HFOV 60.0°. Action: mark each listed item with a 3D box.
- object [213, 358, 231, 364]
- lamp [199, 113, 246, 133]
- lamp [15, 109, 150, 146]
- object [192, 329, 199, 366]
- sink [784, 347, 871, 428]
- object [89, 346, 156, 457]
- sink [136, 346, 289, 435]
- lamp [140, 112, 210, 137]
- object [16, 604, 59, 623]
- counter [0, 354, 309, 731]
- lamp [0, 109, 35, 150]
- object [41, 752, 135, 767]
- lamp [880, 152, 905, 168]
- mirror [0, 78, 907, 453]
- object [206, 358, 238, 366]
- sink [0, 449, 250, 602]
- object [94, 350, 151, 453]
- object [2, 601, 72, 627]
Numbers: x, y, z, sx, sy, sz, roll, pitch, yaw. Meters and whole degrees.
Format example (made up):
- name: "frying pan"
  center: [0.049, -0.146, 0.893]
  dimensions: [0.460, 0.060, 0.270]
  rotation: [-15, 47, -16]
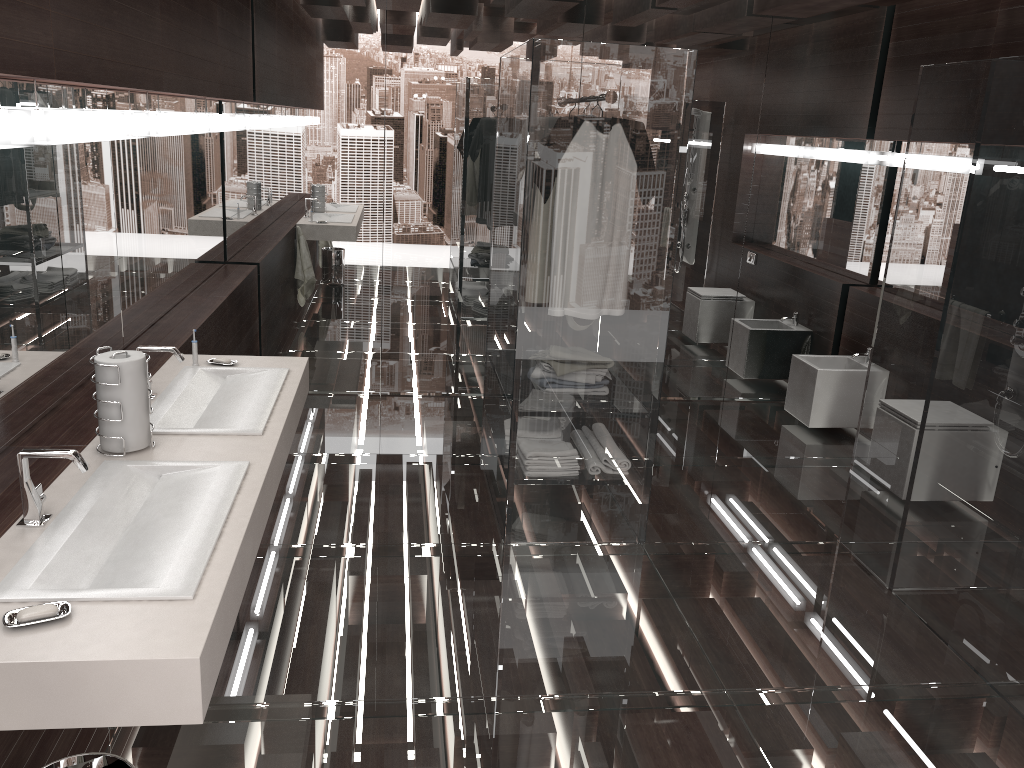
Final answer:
- name: "object"
  center: [-1.036, -0.083, 3.169]
  dimensions: [0.066, 0.016, 0.035]
  rotation: [7, 17, 11]
- name: "lamp"
  center: [-1.480, -1.335, 4.530]
  dimensions: [0.082, 0.082, 0.950]
  rotation: [1, 16, -8]
- name: "lamp"
  center: [-1.225, -0.752, 2.585]
  dimensions: [0.082, 0.082, 0.950]
  rotation: [1, 16, -8]
- name: "object"
  center: [-1.114, -0.128, 3.115]
  dimensions: [0.022, 0.132, 0.022]
  rotation: [12, 18, 28]
- name: "sink"
  center: [1.987, -0.004, 5.410]
  dimensions: [0.469, 0.456, 0.357]
  rotation: [1, 16, -8]
- name: "object"
  center: [-1.024, 0.041, 2.324]
  dimensions: [0.136, 0.261, 0.145]
  rotation: [15, 20, 34]
- name: "sink"
  center: [-0.955, -0.019, 2.776]
  dimensions: [0.427, 0.193, 0.681]
  rotation: [1, 16, -8]
- name: "lamp"
  center: [-1.354, -1.048, 3.571]
  dimensions: [0.082, 0.082, 0.950]
  rotation: [1, 16, -8]
- name: "object"
  center: [-0.831, 0.401, 1.553]
  dimensions: [0.066, 0.016, 0.035]
  rotation: [-6, 19, -30]
- name: "counter"
  center: [-0.886, 0.235, 2.388]
  dimensions: [0.488, 0.131, 1.954]
  rotation: [1, 16, -8]
- name: "lamp"
  center: [-1.096, -0.460, 1.608]
  dimensions: [0.082, 0.082, 0.950]
  rotation: [1, 16, -8]
- name: "object"
  center: [-0.881, 0.983, 1.812]
  dimensions: [0.237, 0.358, 0.237]
  rotation: [10, 18, 23]
- name: "lamp"
  center: [2.392, -1.263, 5.061]
  dimensions: [0.082, 0.082, 0.950]
  rotation: [1, 16, -8]
- name: "mirror"
  center: [0.685, -0.385, 2.949]
  dimensions: [4.126, 0.916, 5.081]
  rotation: [1, 16, -8]
- name: "object"
  center: [-1.036, -0.076, 3.172]
  dimensions: [0.108, 0.011, 0.065]
  rotation: [7, 17, 13]
- name: "sink"
  center: [-0.843, 0.236, 1.922]
  dimensions: [0.427, 0.193, 0.681]
  rotation: [1, 16, -8]
- name: "object"
  center: [-1.018, 0.045, 2.320]
  dimensions: [0.124, 0.246, 0.128]
  rotation: [-5, 18, -26]
- name: "object"
  center: [-0.832, 0.407, 1.555]
  dimensions: [0.108, 0.011, 0.065]
  rotation: [-6, 19, -29]
